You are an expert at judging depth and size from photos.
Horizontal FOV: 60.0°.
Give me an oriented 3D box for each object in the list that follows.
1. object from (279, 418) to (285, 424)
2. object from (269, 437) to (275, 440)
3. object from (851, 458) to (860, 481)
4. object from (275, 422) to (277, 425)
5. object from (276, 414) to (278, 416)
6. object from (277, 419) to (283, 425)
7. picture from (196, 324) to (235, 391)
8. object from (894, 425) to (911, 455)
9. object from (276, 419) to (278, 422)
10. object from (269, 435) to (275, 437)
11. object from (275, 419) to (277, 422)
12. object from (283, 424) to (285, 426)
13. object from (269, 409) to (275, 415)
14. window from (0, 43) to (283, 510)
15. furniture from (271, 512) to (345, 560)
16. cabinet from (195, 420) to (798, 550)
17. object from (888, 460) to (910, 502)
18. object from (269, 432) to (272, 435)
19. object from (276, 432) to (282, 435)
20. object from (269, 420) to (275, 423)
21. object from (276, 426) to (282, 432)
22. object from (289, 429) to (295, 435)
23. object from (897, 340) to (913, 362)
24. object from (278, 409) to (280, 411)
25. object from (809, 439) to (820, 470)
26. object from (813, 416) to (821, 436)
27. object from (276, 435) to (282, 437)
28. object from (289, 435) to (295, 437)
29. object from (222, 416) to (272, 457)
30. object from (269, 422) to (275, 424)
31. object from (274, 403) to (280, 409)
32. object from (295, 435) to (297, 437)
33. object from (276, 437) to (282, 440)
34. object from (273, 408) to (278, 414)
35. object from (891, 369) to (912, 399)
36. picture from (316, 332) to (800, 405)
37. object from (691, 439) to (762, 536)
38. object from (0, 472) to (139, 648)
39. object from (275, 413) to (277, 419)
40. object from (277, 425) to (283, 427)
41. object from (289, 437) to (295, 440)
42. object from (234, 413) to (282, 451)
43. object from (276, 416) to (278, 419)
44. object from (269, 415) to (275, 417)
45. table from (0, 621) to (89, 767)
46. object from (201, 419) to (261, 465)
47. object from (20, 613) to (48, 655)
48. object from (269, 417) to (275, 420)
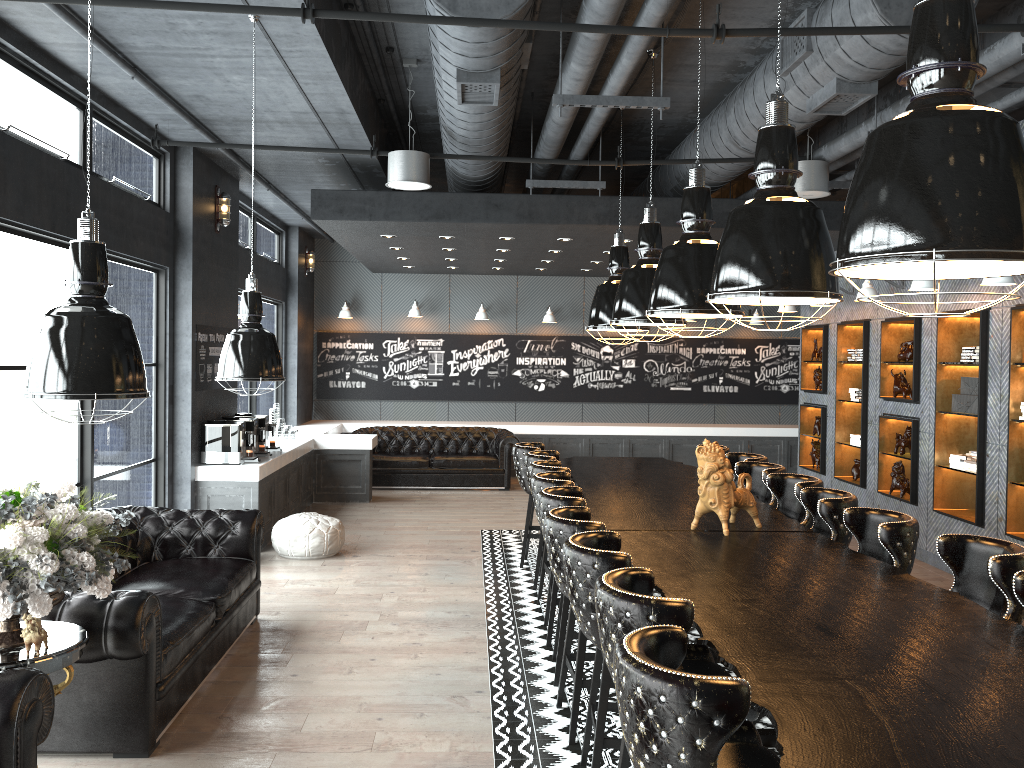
[{"bbox_3d":[-2.929,0.475,11.279,0.074,0.073,0.074,1,1,17],"label":"object"},{"bbox_3d":[-3.008,0.662,11.116,0.074,0.073,0.074,1,1,17],"label":"object"},{"bbox_3d":[3.993,0.969,10.000,0.314,0.251,0.157,1,1,13],"label":"object"},{"bbox_3d":[-3.009,0.476,11.195,0.074,0.073,0.074,1,1,17],"label":"object"},{"bbox_3d":[-3.011,0.371,11.273,0.074,0.073,0.074,1,1,17],"label":"object"},{"bbox_3d":[-2.925,0.477,11.199,0.074,0.073,0.074,1,1,17],"label":"object"},{"bbox_3d":[-3.060,-0.269,9.081,0.086,0.634,1.390,1,2,-3],"label":"picture"},{"bbox_3d":[3.941,0.562,8.950,0.143,0.306,0.317,1,1,-8],"label":"object"},{"bbox_3d":[-3.012,0.439,11.274,0.074,0.073,0.074,1,1,17],"label":"object"},{"bbox_3d":[-3.007,0.628,11.115,0.074,0.073,0.074,1,1,17],"label":"object"},{"bbox_3d":[-3.009,0.441,11.194,0.074,0.073,0.074,1,1,17],"label":"object"},{"bbox_3d":[-2.929,0.501,11.279,0.074,0.073,0.074,1,1,17],"label":"object"},{"bbox_3d":[-3.003,0.349,11.110,0.074,0.073,0.074,1,1,17],"label":"object"},{"bbox_3d":[-2.986,-0.091,2.783,0.120,3.729,20.800,1,2,-3],"label":"window"},{"bbox_3d":[-1.943,1.434,8.463,0.679,0.383,0.679,1,2,-3],"label":"furniture"},{"bbox_3d":[1.030,1.150,11.754,8.419,0.826,6.313,1,2,-3],"label":"cabinet"},{"bbox_3d":[3.906,0.967,8.894,0.177,0.388,0.338,1,1,5],"label":"object"},{"bbox_3d":[-3.007,0.601,11.115,0.074,0.073,0.074,1,1,17],"label":"object"},{"bbox_3d":[-2.923,0.602,11.119,0.074,0.073,0.074,1,1,17],"label":"object"},{"bbox_3d":[-3.005,0.444,11.112,0.074,0.073,0.074,1,1,17],"label":"object"},{"bbox_3d":[-2.922,0.567,11.118,0.074,0.073,0.074,1,1,17],"label":"object"},{"bbox_3d":[-2.756,0.604,11.126,0.074,0.073,0.074,1,1,17],"label":"object"},{"bbox_3d":[3.951,-0.330,8.867,0.138,0.222,0.278,1,1,-3],"label":"object"},{"bbox_3d":[-3.014,0.307,11.354,0.074,0.073,0.074,2,2,28],"label":"object"},{"bbox_3d":[3.836,0.877,11.092,0.170,0.362,0.269,1,1,-10],"label":"object"},{"bbox_3d":[3.889,0.524,11.107,0.253,0.249,0.126,0,1,-28],"label":"object"},{"bbox_3d":[-2.923,0.629,11.119,0.074,0.073,0.074,1,1,17],"label":"object"},{"bbox_3d":[-2.756,0.631,11.127,0.074,0.073,0.074,1,1,17],"label":"object"},{"bbox_3d":[-2.770,0.550,9.185,0.503,0.426,0.335,1,1,-3],"label":"object"},{"bbox_3d":[-3.005,0.478,11.112,0.074,0.073,0.074,1,1,17],"label":"object"},{"bbox_3d":[-3.014,0.280,11.353,0.074,0.073,0.074,2,2,28],"label":"object"},{"bbox_3d":[-2.760,0.628,11.209,0.074,0.073,0.074,1,1,17],"label":"object"},{"bbox_3d":[-2.923,0.663,11.120,0.074,0.073,0.074,1,1,17],"label":"object"},{"bbox_3d":[-3.011,0.344,11.272,0.074,0.073,0.074,1,1,17],"label":"object"},{"bbox_3d":[3.930,0.006,8.913,0.154,0.309,0.324,1,1,2],"label":"object"},{"bbox_3d":[3.010,-0.227,14.977,12.465,1.103,0.200,1,1,-3],"label":"picture"},{"bbox_3d":[1.248,0.582,5.105,0.475,0.545,0.249,0,2,-40],"label":"object"},{"bbox_3d":[-2.007,0.702,3.585,0.848,0.663,0.875,2,2,28],"label":"object"},{"bbox_3d":[-3.008,0.408,11.193,0.074,0.073,0.074,1,1,17],"label":"object"},{"bbox_3d":[-2.925,0.504,11.199,0.074,0.073,0.074,1,1,17],"label":"object"},{"bbox_3d":[-2.757,0.665,11.128,0.074,0.073,0.074,1,1,17],"label":"object"},{"bbox_3d":[-2.793,0.535,9.686,0.503,0.426,0.335,1,1,-3],"label":"object"},{"bbox_3d":[-3.012,0.405,11.273,0.074,0.073,0.074,1,1,17],"label":"object"},{"bbox_3d":[-3.004,0.376,11.110,0.074,0.073,0.074,1,1,17],"label":"object"},{"bbox_3d":[-2.021,1.396,3.571,0.572,0.726,0.572,0,2,-39],"label":"table"},{"bbox_3d":[-2.745,0.565,8.668,0.503,0.426,0.335,1,1,-3],"label":"object"},{"bbox_3d":[-1.835,0.956,3.426,0.086,0.183,0.136,1,1,4],"label":"object"},{"bbox_3d":[-3.004,0.410,11.111,0.074,0.073,0.074,1,1,17],"label":"object"}]
